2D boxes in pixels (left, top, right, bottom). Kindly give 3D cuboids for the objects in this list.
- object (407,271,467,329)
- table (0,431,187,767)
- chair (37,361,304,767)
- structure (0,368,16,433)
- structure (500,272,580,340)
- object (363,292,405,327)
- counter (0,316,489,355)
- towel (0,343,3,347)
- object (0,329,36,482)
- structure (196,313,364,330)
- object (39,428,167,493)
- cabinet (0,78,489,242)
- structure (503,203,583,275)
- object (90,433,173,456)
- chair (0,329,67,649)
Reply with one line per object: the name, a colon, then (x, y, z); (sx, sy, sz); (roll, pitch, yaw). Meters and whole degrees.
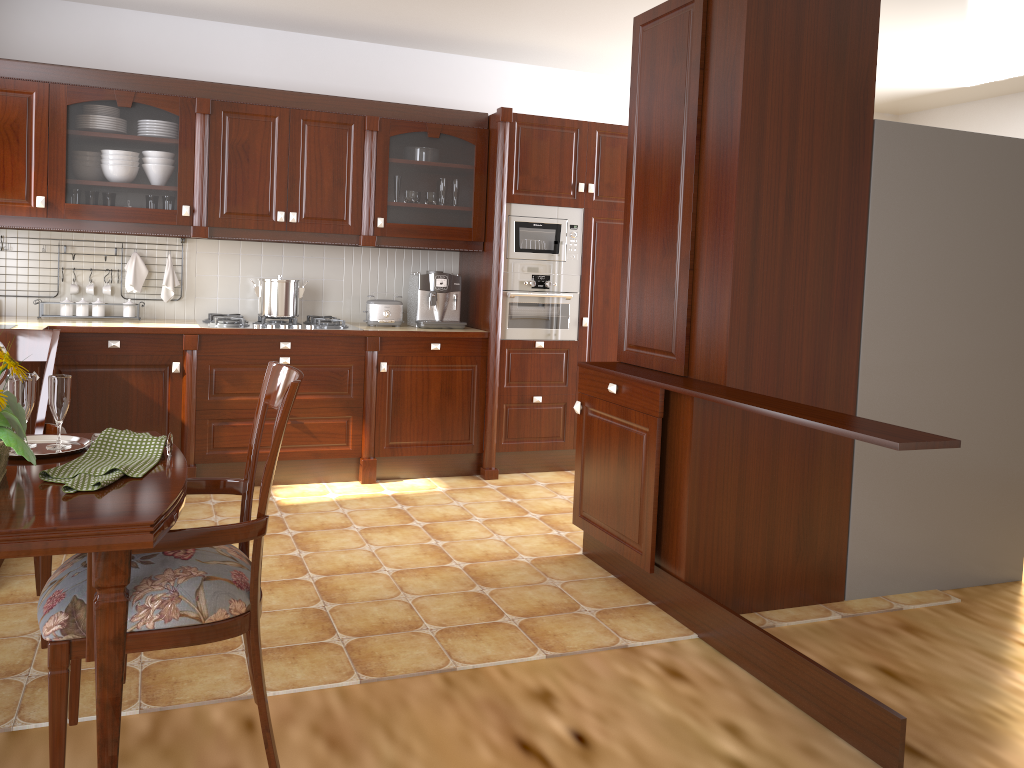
object: (-0.429, -0.486, 5.069); (0.274, 0.320, 0.325); (1, 5, -22)
table: (-1.414, 0.442, 1.401); (1.677, 0.555, 0.739); (0, 6, -22)
chair: (-0.652, 0.345, 1.703); (0.459, 0.742, 0.407); (1, 4, -22)
structure: (-1.981, 0.273, 3.095); (0.379, 0.743, 0.426); (1, 4, -22)
structure: (0.159, -0.437, 5.012); (0.494, 0.373, 0.041); (0, 4, -22)
object: (-0.716, -0.419, 4.968); (0.243, 0.187, 0.141); (0, 5, -21)
counter: (-1.297, -0.217, 4.063); (2.782, 0.032, 1.837); (-1, 8, -22)
towel: (-1.873, -0.139, 3.200); (0.331, 0.097, 0.344); (7, 8, 31)
object: (-0.965, 0.037, 1.476); (0.299, 0.336, 0.320); (0, 6, -30)
structure: (-1.252, -0.336, 4.732); (0.815, 0.046, 0.594); (-1, 8, -22)
object: (-0.767, 0.122, 1.723); (0.166, 0.056, 0.532); (1, 7, -9)
cabinet: (-1.186, -1.033, 3.835); (2.780, 0.775, 1.378); (0, 7, -22)
structure: (0.116, -0.837, 5.140); (0.495, 0.384, 0.318); (0, 5, -22)
object: (-0.760, 0.120, 1.769); (0.146, 0.046, 0.047); (1, 5, -9)
chair: (-1.341, 0.249, 2.224); (0.404, 0.742, 0.462); (1, 4, -25)
